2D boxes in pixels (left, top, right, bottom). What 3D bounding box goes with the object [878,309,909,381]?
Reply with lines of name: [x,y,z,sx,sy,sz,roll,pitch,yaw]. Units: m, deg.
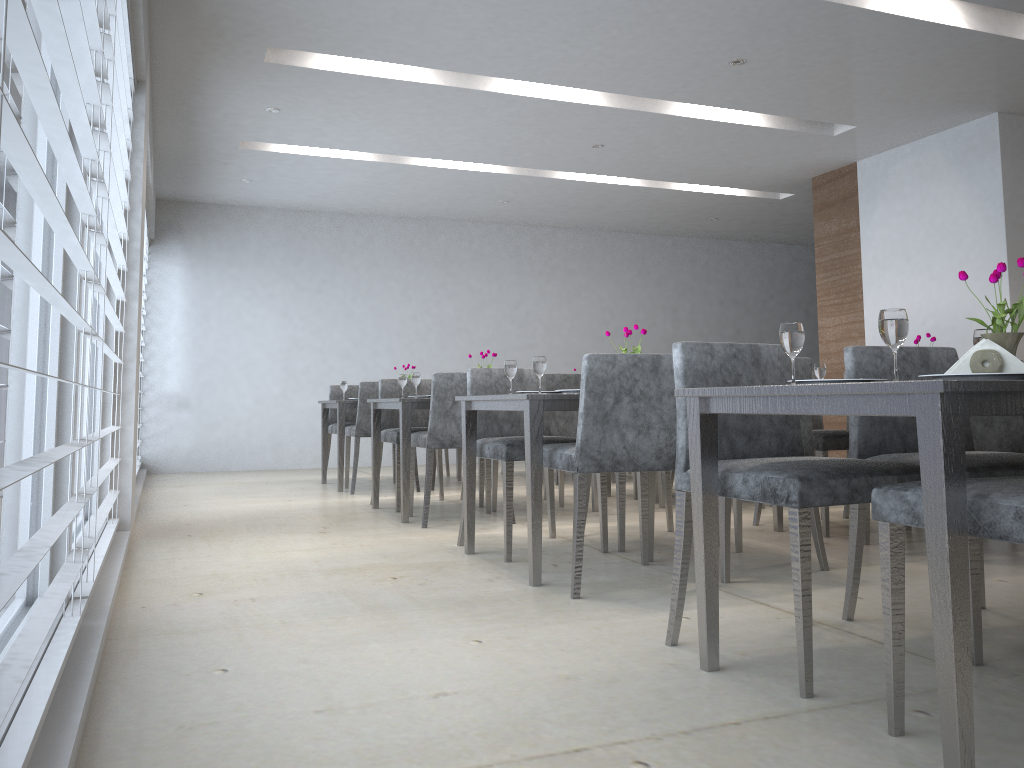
object: [0.721,-0.071,1.666,0.053,0.140,0.053,-3,-6,26]

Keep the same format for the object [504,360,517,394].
object: [-0.005,-0.025,3.506,0.053,0.140,0.053,-2,-6,21]

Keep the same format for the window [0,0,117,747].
window: [-0.574,-0.466,0.706,0.158,2.084,7.069,2,-2,-21]

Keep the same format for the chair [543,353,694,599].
chair: [0.348,0.288,3.050,0.477,0.767,0.489,1,-5,-16]

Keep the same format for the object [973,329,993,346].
object: [1.152,-0.063,2.146,0.053,0.140,0.053,-2,-6,21]

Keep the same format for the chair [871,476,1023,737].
chair: [0.966,0.249,1.482,0.477,0.767,0.489,1,-5,-16]

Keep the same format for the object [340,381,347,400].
object: [-1.226,0.049,6.443,0.053,0.140,0.053,-3,-6,26]

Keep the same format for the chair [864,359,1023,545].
chair: [1.761,0.290,3.602,0.477,0.767,0.489,1,-5,-16]

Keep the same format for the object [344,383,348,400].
object: [-1.279,0.056,6.736,0.053,0.140,0.053,-3,-6,26]

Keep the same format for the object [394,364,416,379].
object: [-0.813,-0.016,6.738,0.154,0.278,0.103,2,-6,-24]

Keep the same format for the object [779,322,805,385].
object: [0.614,-0.064,1.936,0.053,0.140,0.053,-2,-6,21]

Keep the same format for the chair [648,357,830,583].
chair: [0.818,0.290,3.295,0.476,0.767,0.489,2,-5,-26]

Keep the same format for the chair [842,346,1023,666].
chair: [1.205,0.266,2.340,0.477,0.767,0.489,1,-5,-16]

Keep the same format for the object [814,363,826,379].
object: [1.410,-0.023,4.042,0.053,0.140,0.053,-3,-6,26]

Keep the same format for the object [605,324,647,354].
object: [0.462,-0.097,3.505,0.154,0.278,0.103,2,-6,-24]

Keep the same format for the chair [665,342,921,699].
chair: [0.694,0.266,2.149,0.476,0.767,0.489,2,-5,-26]

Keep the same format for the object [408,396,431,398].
object: [-0.501,0.078,5.170,0.216,0.015,0.216,1,-2,-43]

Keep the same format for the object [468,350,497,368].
object: [-0.163,-0.057,5.089,0.154,0.278,0.103,2,-6,-24]

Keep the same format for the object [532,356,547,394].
object: [0.101,-0.031,3.236,0.053,0.140,0.053,-2,-6,21]

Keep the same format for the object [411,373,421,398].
object: [-0.523,0.008,4.819,0.053,0.140,0.053,-3,-6,26]

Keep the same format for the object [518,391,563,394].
object: [0.123,0.038,3.587,0.217,0.015,0.216,0,-1,-21]

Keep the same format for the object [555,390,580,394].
object: [0.264,0.029,3.229,0.217,0.015,0.216,0,-1,-21]

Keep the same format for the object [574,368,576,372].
object: [0.600,-0.014,7.290,0.154,0.278,0.103,2,-6,-24]

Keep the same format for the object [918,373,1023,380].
object: [0.882,-0.010,1.662,0.217,0.015,0.216,0,-1,-21]

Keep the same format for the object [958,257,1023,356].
object: [1.080,-0.136,1.938,0.154,0.278,0.103,2,-6,-24]

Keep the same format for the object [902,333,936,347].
object: [1.875,-0.095,4.058,0.154,0.278,0.103,2,-6,-24]

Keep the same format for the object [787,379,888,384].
object: [0.742,-0.001,2.019,0.217,0.015,0.216,0,-1,-21]

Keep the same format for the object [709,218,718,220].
object: [2.097,-1.717,9.206,0.089,0.007,0.088,-1,-1,24]

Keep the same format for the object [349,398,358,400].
object: [-1.151,0.119,6.819,0.216,0.015,0.216,-1,-2,31]

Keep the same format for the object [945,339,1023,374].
object: [1.023,-0.048,1.901,0.202,0.100,0.070,-2,-4,38]

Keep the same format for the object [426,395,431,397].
object: [-0.360,0.069,4.813,0.216,0.015,0.216,1,-2,-43]

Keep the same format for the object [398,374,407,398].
object: [-0.629,0.015,5.089,0.053,0.140,0.053,-3,-6,26]
